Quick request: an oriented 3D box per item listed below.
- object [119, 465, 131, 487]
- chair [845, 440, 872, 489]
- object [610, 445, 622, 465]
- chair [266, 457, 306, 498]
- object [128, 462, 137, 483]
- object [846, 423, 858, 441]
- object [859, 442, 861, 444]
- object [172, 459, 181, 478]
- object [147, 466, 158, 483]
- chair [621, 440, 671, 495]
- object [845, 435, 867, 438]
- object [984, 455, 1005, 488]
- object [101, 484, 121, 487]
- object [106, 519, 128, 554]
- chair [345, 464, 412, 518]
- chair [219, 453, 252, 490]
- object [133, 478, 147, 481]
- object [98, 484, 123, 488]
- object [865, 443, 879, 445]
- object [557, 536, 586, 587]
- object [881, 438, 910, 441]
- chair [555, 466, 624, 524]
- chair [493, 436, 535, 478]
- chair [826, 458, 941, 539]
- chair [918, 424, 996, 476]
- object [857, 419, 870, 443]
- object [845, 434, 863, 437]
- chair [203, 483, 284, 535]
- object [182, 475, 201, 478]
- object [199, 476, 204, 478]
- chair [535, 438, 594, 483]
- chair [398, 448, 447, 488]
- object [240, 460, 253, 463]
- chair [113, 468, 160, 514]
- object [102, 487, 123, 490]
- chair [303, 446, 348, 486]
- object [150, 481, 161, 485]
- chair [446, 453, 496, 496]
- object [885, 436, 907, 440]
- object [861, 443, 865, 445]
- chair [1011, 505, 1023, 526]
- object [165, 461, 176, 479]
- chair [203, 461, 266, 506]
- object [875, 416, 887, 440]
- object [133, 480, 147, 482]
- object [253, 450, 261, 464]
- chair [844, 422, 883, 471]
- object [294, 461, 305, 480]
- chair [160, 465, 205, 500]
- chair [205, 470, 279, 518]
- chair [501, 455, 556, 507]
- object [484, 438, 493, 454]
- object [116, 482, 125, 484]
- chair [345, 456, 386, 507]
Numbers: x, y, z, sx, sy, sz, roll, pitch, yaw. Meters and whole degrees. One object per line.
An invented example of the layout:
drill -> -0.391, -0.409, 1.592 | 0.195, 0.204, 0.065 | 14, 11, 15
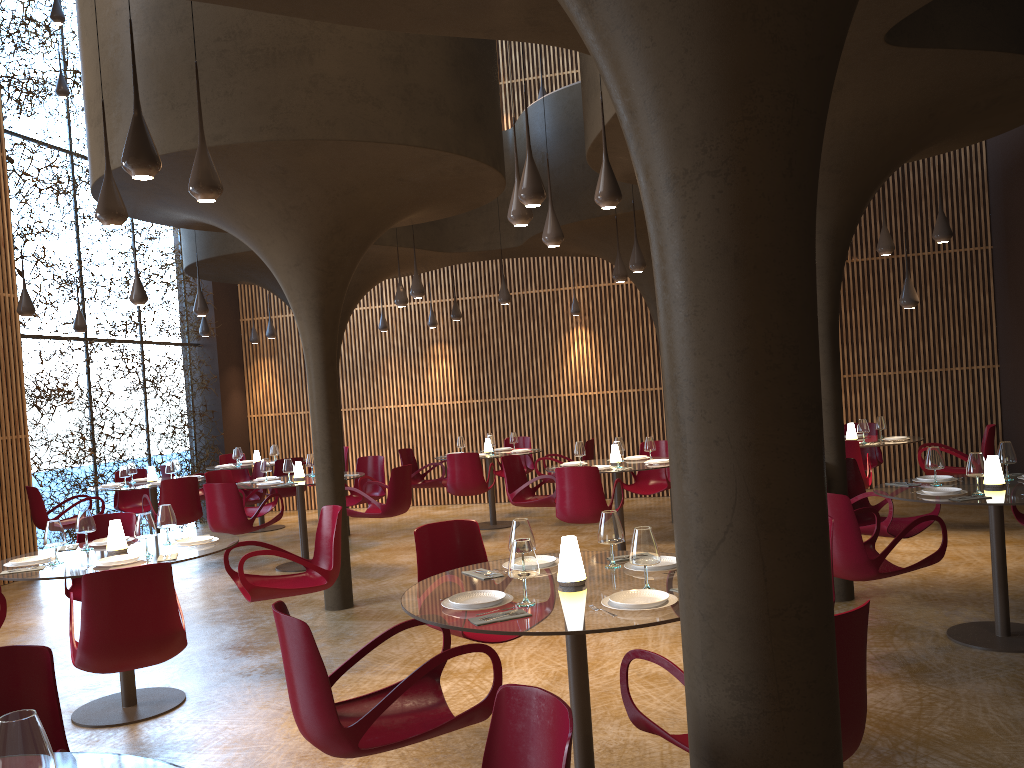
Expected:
object -> -5.355, 1.271, 12.267 | 0.142, 0.295, 0.142 | -4, 1, 13
chair -> 3.823, 0.941, 10.294 | 0.625, 0.636, 0.872 | -4, 0, 25
object -> 1.223, 0.832, 10.481 | 0.142, 0.232, 0.144 | -4, 1, -11
chair -> -3.661, 1.485, 14.137 | 0.624, 0.636, 0.873 | -4, 0, -36
object -> -5.495, 1.284, 12.818 | 0.142, 0.295, 0.142 | -4, 1, 26
object -> 4.360, 0.617, 11.388 | 0.144, 0.232, 0.142 | -4, 1, 10
object -> 4.133, 0.737, 10.931 | 0.332, 0.014, 0.331 | -4, 0, 42
object -> -4.879, 1.241, 12.871 | 0.142, 0.295, 0.142 | -5, 1, -36
object -> -5.126, 1.288, 12.618 | 0.142, 0.232, 0.144 | -4, 1, -21
chair -> 1.815, 1.088, 11.539 | 0.625, 0.636, 0.872 | -4, 0, 24
object -> 4.584, 0.710, 11.874 | 0.331, 0.014, 0.332 | -4, 0, -39
object -> 3.574, 0.646, 6.579 | 0.144, 0.232, 0.142 | -4, 1, -28
object -> -5.574, 1.414, 12.318 | 0.263, 0.029, 0.263 | -4, 0, -14
object -> -2.845, 1.095, 6.373 | 0.142, 0.232, 0.144 | -4, 1, 7
chair -> -1.634, 1.327, 10.923 | 0.873, 0.636, 0.624 | -4, 0, 24
chair -> -4.947, 1.585, 15.990 | 0.624, 0.636, 0.873 | -4, 0, -31
object -> -5.433, 1.408, 13.048 | 0.263, 0.029, 0.263 | -4, 0, -39
object -> -5.573, 1.424, 12.318 | 0.332, 0.014, 0.332 | -4, 0, -5
object -> 4.369, 0.727, 10.742 | 0.126, 0.017, 0.261 | -4, 0, 35
object -> 0.287, 0.865, 4.347 | 0.142, 0.232, 0.144 | -4, 1, -26
object -> 4.798, 0.691, 11.082 | 0.332, 0.014, 0.331 | -4, 0, 3
chair -> 0.795, 1.149, 9.419 | 0.625, 0.636, 0.872 | -4, 0, 19
chair -> 0.030, 1.231, 14.884 | 0.625, 0.636, 0.872 | -4, 0, 14
chair -> 3.106, 0.977, 7.637 | 0.624, 0.636, 0.873 | -4, 0, -28
chair -> 5.425, 0.832, 10.811 | 0.873, 0.636, 0.624 | -4, 0, 25
object -> 4.351, 0.585, 10.977 | 0.142, 0.295, 0.142 | -4, 1, 23
object -> 4.584, 0.701, 11.874 | 0.263, 0.029, 0.263 | -4, 0, 41
chair -> -3.186, 1.432, 10.406 | 0.625, 0.636, 0.872 | -4, 0, 19
object -> -4.639, 1.352, 12.843 | 0.263, 0.029, 0.263 | -4, 0, 7
object -> -4.639, 1.361, 12.843 | 0.332, 0.014, 0.331 | -4, 0, 7
chair -> 0.832, 1.167, 13.398 | 0.873, 0.636, 0.624 | -4, 0, 14
chair -> -1.341, 1.322, 13.991 | 0.873, 0.636, 0.624 | -4, 0, 19
object -> -4.670, 1.368, 15.590 | 0.263, 0.029, 0.263 | -4, 0, -32
chair -> -5.710, 1.625, 13.448 | 0.624, 0.636, 0.873 | -4, 0, -31
object -> -5.435, 1.420, 12.049 | 0.261, 0.017, 0.126 | -4, 0, -31
chair -> -3.322, 1.471, 15.790 | 0.872, 0.636, 0.625 | -4, 0, -36
object -> -4.835, 1.362, 12.189 | 0.263, 0.029, 0.263 | -4, 0, -25
chair -> -0.607, 1.264, 12.619 | 0.625, 0.636, 0.872 | -4, 0, 9
object -> 4.797, 0.682, 11.081 | 0.263, 0.029, 0.263 | -4, 0, 10
object -> 4.129, 0.739, 10.933 | 0.411, 0.012, 0.204 | -4, 0, 31
chair -> 4.525, 0.875, 7.001 | 0.872, 0.636, 0.625 | -4, 0, -18
object -> -4.775, 1.231, 12.408 | 0.142, 0.295, 0.142 | -3, 1, 30
chair -> -4.085, 1.511, 13.247 | 0.872, 0.636, 0.625 | -4, 0, -36
object -> 4.701, 0.562, 11.295 | 0.142, 0.295, 0.142 | -4, 1, 2
object -> -5.432, 1.418, 13.048 | 0.332, 0.014, 0.331 | -4, 0, 6
object -> -4.363, 1.248, 15.160 | 0.144, 0.232, 0.142 | -4, 1, -11
chair -> 4.797, 0.884, 12.326 | 0.625, 0.636, 0.872 | -4, 0, 30
object -> -2.758, 1.116, 11.468 | 0.142, 0.232, 0.144 | -4, 1, -31
chair -> -5.264, 1.599, 14.467 | 0.871, 0.636, 0.625 | -4, 0, -41
chair -> -3.672, 1.474, 11.885 | 0.873, 0.636, 0.624 | -4, 0, 29
chair -> 0.310, 1.190, 10.898 | 0.873, 0.636, 0.624 | -4, 0, 29
object -> -0.371, 0.961, 13.743 | 0.142, 0.232, 0.144 | -4, 1, -1
object -> -5.703, 1.443, 12.918 | 0.126, 0.017, 0.262 | -4, 0, -29
chair -> -2.166, 1.372, 12.525 | 0.625, 0.636, 0.872 | -4, 0, 24
